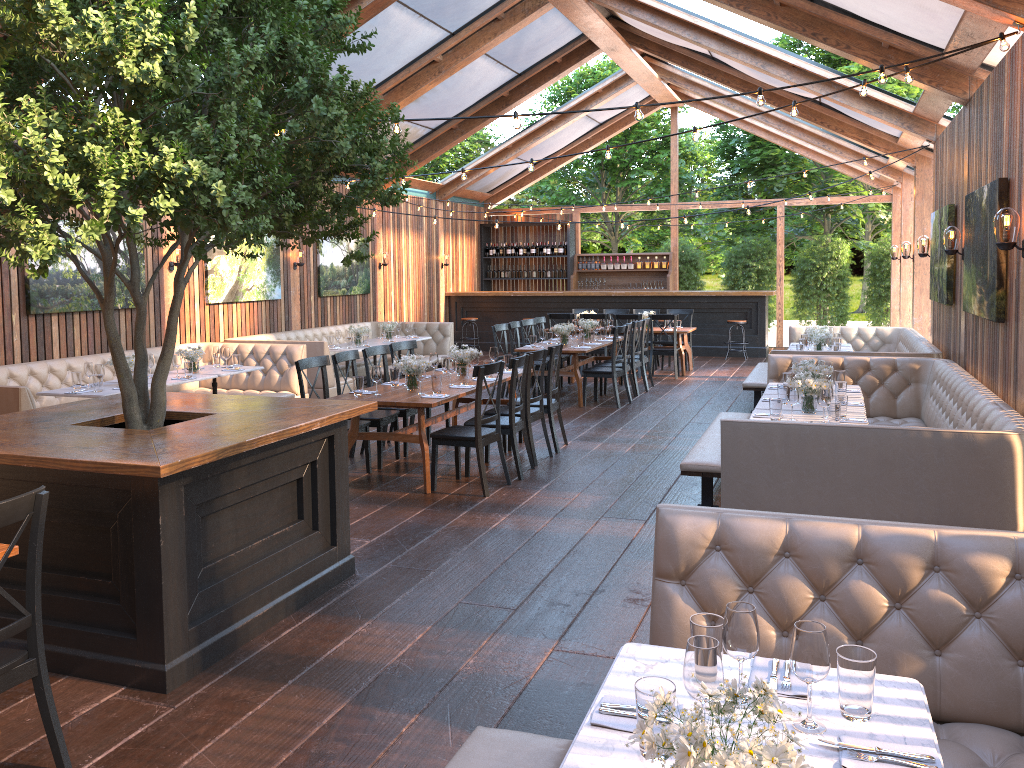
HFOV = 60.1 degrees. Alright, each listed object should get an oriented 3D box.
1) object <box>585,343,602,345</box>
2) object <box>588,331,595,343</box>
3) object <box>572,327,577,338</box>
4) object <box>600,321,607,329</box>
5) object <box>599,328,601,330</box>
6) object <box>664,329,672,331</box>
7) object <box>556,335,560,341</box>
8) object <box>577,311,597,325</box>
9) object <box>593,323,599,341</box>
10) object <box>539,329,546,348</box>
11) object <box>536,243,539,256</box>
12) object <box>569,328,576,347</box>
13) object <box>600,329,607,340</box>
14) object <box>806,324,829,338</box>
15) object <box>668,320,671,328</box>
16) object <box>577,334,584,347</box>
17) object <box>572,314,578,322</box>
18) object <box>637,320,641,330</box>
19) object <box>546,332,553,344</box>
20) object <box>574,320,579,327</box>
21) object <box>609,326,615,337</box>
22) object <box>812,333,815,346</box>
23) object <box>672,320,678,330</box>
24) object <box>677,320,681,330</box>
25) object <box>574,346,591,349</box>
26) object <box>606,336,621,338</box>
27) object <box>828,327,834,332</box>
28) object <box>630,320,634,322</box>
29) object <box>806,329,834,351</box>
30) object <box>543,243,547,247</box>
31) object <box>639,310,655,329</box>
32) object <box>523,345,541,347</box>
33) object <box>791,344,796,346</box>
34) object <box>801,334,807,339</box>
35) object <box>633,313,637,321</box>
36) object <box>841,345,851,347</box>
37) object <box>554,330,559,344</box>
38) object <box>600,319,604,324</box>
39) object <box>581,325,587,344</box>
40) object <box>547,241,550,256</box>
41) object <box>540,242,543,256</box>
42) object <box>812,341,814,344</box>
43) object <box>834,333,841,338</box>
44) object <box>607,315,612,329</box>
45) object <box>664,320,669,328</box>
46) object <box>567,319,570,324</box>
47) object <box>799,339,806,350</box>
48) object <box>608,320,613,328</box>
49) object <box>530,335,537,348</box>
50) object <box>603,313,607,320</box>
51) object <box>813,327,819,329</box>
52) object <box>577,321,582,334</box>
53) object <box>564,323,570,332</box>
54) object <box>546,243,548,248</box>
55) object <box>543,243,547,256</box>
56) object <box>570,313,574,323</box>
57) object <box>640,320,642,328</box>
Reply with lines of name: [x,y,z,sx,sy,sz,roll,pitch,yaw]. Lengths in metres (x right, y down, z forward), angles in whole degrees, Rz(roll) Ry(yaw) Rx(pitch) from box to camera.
object: [1.084,-0.550,12.004,0.255,0.019,0.158,2,8,20]
object: [1.092,-0.641,12.166,0.092,0.157,0.092,-5,6,-43]
object: [0.912,-0.762,13.101,0.092,0.157,0.092,-5,6,-43]
object: [1.361,-0.820,13.173,0.092,0.243,0.092,-3,5,-28]
object: [1.487,-0.921,14.809,0.157,0.019,0.256,2,8,20]
object: [2.537,-0.885,14.435,0.157,0.019,0.256,2,8,20]
object: [0.672,-0.689,12.558,0.092,0.157,0.092,-5,6,-43]
object: [1.301,-1.119,15.229,0.336,0.308,0.331,-2,6,-15]
object: [1.201,-0.745,12.611,0.092,0.243,0.092,-3,5,-28]
object: [0.400,-0.600,11.567,0.092,0.243,0.092,-2,4,-22]
object: [0.594,-3.120,20.533,0.075,0.301,0.076,0,4,3]
object: [0.791,-0.603,11.561,0.092,0.243,0.092,-2,4,-22]
object: [1.306,-0.707,12.645,0.092,0.157,0.092,-5,6,-43]
object: [4.056,-0.632,11.673,0.329,0.308,0.338,-1,6,-6]
object: [2.674,-1.061,14.913,0.092,0.243,0.092,-3,5,-28]
object: [0.902,-0.568,11.611,0.092,0.157,0.092,-3,5,-24]
object: [1.078,-1.066,15.097,0.092,0.243,0.092,-3,5,-28]
object: [2.119,-1.030,14.725,0.092,0.243,0.092,-3,5,-28]
object: [0.510,-0.623,12.067,0.092,0.157,0.092,-5,6,-43]
object: [1.094,-1.008,14.981,0.092,0.157,0.092,-5,6,-43]
object: [1.486,-0.781,13.195,0.092,0.157,0.092,-5,6,-43]
object: [4.043,-0.634,11.945,0.092,0.243,0.092,-3,5,-28]
object: [2.672,-1.011,14.523,0.092,0.243,0.092,-3,5,-28]
object: [2.708,-0.952,14.397,0.092,0.157,0.092,-5,6,-43]
object: [0.891,-0.476,11.439,0.255,0.019,0.158,2,8,20]
object: [1.471,-0.692,13.045,0.255,0.019,0.158,2,8,20]
object: [4.325,-0.647,12.019,0.092,0.243,0.092,-3,5,-28]
object: [2.069,-1.050,15.217,0.092,0.157,0.092,-5,6,-43]
object: [3.750,-0.511,10.772,0.330,0.308,0.337,4,8,42]
object: [0.744,-3.137,20.611,0.136,0.314,0.137,-2,4,-18]
object: [2.284,-1.082,14.852,0.330,0.308,0.337,-5,7,-37]
object: [0.286,-0.502,11.696,0.255,0.019,0.158,2,8,20]
object: [3.948,-0.539,12.087,0.255,0.019,0.158,2,8,20]
object: [3.939,-0.586,11.917,0.092,0.157,0.092,0,5,6]
object: [2.108,-1.082,15.121,0.092,0.243,0.092,-3,5,-28]
object: [4.423,-0.519,11.892,0.255,0.019,0.158,2,8,20]
object: [0.622,-0.673,12.112,0.092,0.243,0.092,-3,5,-28]
object: [1.569,-1.070,15.410,0.092,0.157,0.092,-5,6,-43]
object: [0.986,-0.678,12.132,0.092,0.243,0.092,-3,5,-28]
object: [0.844,-3.125,20.427,0.087,0.333,0.088,-1,4,0]
object: [0.681,-3.128,20.500,0.081,0.322,0.081,-1,4,-2]
object: [4.138,-0.632,12.251,0.092,0.157,0.092,0,5,6]
object: [4.430,-0.610,12.053,0.092,0.157,0.092,0,5,6]
object: [1.631,-1.046,14.887,0.092,0.243,0.092,-3,5,-28]
object: [2.627,-1.034,15.037,0.092,0.157,0.092,-5,6,-43]
object: [1.013,-1.089,15.612,0.092,0.157,0.092,-5,6,-43]
object: [3.682,-0.492,11.213,0.092,0.157,0.092,0,5,6]
object: [1.648,-0.990,14.785,0.092,0.157,0.092,-5,6,-43]
object: [0.277,-0.550,11.525,0.092,0.157,0.092,-4,5,-33]
object: [1.613,-1.099,15.301,0.092,0.243,0.092,-3,5,-28]
object: [4.169,-0.662,12.144,0.092,0.243,0.092,-3,5,-28]
object: [1.007,-0.813,13.151,0.092,0.243,0.092,-3,5,-28]
object: [0.780,-0.738,12.600,0.092,0.243,0.092,-3,5,-28]
object: [0.838,-3.128,20.531,0.078,0.311,0.078,0,4,15]
object: [0.760,-3.113,20.447,0.077,0.306,0.077,2,5,36]
object: [1.058,-1.118,15.495,0.092,0.243,0.092,-3,5,-28]
object: [2.161,-0.972,14.606,0.092,0.157,0.092,-5,6,-43]
